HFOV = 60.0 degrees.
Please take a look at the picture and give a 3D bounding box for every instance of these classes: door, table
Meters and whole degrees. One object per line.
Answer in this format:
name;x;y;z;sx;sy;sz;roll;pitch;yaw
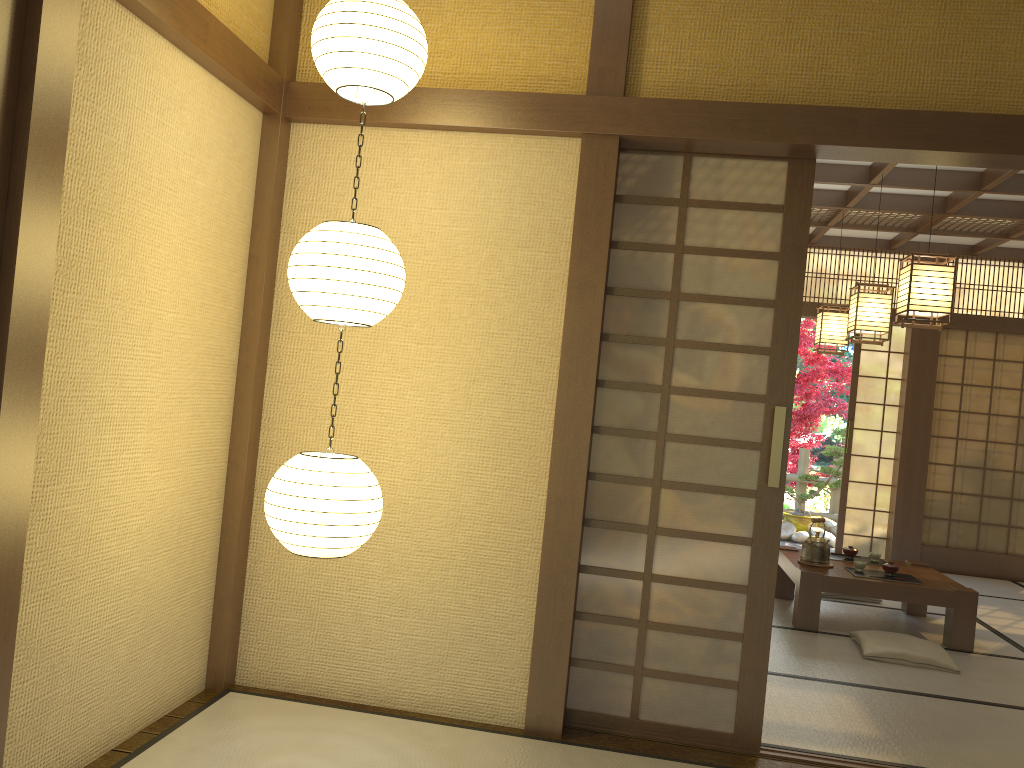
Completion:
door;-1.501;-0.007;0.696;0.140;2.230;2.890;5;-1;9
table;2.275;1.349;5.714;1.000;0.350;1.000;5;-1;9
door;0.430;0.187;3.402;1.230;2.265;0.076;5;-1;9
door;4.083;0.628;8.233;1.894;2.380;0.073;5;-1;9

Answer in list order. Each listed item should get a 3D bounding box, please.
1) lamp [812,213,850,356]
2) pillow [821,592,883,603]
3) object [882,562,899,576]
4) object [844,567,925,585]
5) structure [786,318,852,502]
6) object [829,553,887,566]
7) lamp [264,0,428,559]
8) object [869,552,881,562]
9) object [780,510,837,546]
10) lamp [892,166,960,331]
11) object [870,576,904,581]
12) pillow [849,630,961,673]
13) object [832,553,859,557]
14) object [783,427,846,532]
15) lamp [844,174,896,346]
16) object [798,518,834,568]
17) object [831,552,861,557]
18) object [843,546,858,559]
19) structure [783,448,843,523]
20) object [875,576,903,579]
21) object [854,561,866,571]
lamp;2.551;-0.789;6.962;0.240;1.129;0.240;5;-1;9
pillow;2.413;1.511;6.557;0.496;0.107;0.486;6;-1;2
object;2.329;1.136;5.457;0.100;0.080;0.100;5;-1;9
object;2.283;1.178;5.451;0.400;0.007;0.300;5;-1;9
structure;3.099;-0.089;11.876;3.412;4.004;3.045;5;-1;41
object;2.333;1.189;6.017;0.400;0.007;0.300;5;-1;9
lamp;-0.486;-0.619;2.767;0.363;2.297;0.363;5;-1;9
object;2.457;1.171;6.001;0.073;0.052;0.074;6;-1;-38
object;3.481;1.672;10.280;1.260;0.276;1.147;6;-1;4
lamp;2.204;-0.847;4.659;0.240;1.129;0.240;5;-1;9
object;2.256;1.167;5.337;0.200;0.008;0.008;6;-1;7
pillow;2.169;1.470;4.937;0.486;0.107;0.496;5;-1;12
object;2.308;1.180;6.118;0.200;0.008;0.008;6;-1;5
object;3.592;1.129;10.290;1.032;1.362;0.586;5;-1;35
lamp;2.377;-0.818;5.810;0.240;1.129;0.240;5;-1;9
object;1.949;1.002;5.656;0.219;0.296;0.226;6;-1;4
object;2.312;1.180;6.135;0.200;0.008;0.008;5;-1;9
object;2.287;1.137;5.997;0.100;0.080;0.100;5;-1;9
structure;3.621;1.349;10.921;7.456;1.136;0.245;5;-1;9
object;2.261;1.167;5.349;0.200;0.008;0.008;6;-1;2
object;2.169;1.138;5.532;0.073;0.052;0.074;6;-1;-38
